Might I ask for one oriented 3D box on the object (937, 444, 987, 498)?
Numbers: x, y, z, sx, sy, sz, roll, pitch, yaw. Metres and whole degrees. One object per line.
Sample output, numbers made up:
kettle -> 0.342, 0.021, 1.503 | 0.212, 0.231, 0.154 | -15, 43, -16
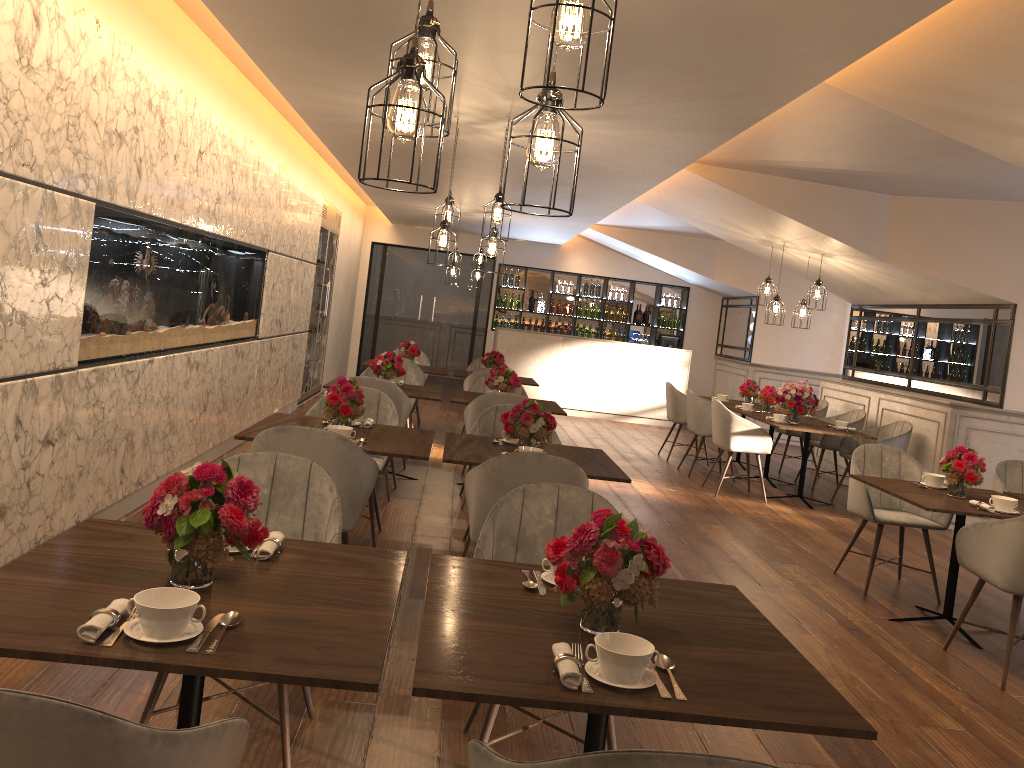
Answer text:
object -> 2.483, 0.474, 4.909 | 0.234, 0.301, 0.305 | 8, 3, 16

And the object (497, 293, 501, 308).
object -> -0.218, -1.427, 15.070 | 0.065, 0.261, 0.066 | 6, 2, -25

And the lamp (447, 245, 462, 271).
lamp -> -0.650, -2.530, 11.720 | 0.175, 2.068, 0.175 | 7, 1, -2

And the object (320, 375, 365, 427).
object -> -0.864, 0.097, 4.525 | 0.234, 0.301, 0.306 | 7, 3, -2

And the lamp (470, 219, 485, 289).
lamp -> -0.340, -2.283, 11.542 | 0.175, 2.068, 0.175 | 7, 1, -2

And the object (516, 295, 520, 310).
object -> 0.111, -1.389, 15.089 | 0.065, 0.261, 0.066 | 6, 2, -25

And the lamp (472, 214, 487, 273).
lamp -> -0.298, -2.446, 11.210 | 0.175, 2.068, 0.175 | 7, 1, -2

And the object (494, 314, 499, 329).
object -> -0.261, -1.068, 15.078 | 0.065, 0.261, 0.066 | 6, 2, -25

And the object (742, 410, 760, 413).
object -> 2.472, 0.284, 9.119 | 0.210, 0.004, 0.022 | 7, 4, -3

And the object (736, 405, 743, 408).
object -> 2.437, 0.247, 9.309 | 0.175, 0.039, 0.056 | 7, 4, -3

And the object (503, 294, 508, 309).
object -> -0.108, -1.415, 15.076 | 0.065, 0.261, 0.066 | 6, 2, -25

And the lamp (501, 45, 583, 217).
lamp -> 0.184, -1.442, 2.114 | 0.175, 2.068, 0.175 | 7, 1, -2

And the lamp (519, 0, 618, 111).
lamp -> 0.225, -1.605, 1.781 | 0.175, 2.068, 0.175 | 7, 1, -2

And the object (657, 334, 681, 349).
object -> 2.426, -0.594, 13.649 | 0.407, 0.328, 0.130 | 5, 2, -26

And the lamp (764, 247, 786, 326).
lamp -> 2.780, -1.627, 8.956 | 0.175, 2.068, 0.175 | 7, 1, -2

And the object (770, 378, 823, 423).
object -> 2.700, 0.157, 8.397 | 0.419, 0.425, 0.407 | 6, 3, -15

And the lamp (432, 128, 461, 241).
lamp -> -0.337, -2.019, 6.077 | 0.175, 2.068, 0.175 | 7, 1, -2

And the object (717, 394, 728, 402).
object -> 2.396, 0.162, 10.088 | 0.149, 0.072, 0.148 | 10, 5, 39

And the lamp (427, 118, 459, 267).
lamp -> -0.343, -1.799, 5.754 | 0.175, 2.068, 0.175 | 7, 1, -2

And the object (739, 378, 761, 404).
object -> 2.712, 0.079, 10.120 | 0.235, 0.301, 0.304 | 9, 4, 44

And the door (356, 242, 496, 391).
door -> -1.457, -1.119, 15.054 | 2.105, 2.331, 0.274 | 7, 1, -3

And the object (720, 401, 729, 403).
object -> 2.422, 0.206, 10.013 | 0.210, 0.004, 0.022 | 7, 4, -3

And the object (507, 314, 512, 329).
object -> -0.042, -0.943, 13.343 | 0.065, 0.207, 0.146 | 7, 2, -12

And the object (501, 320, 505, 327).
object -> -0.152, -1.055, 15.084 | 0.065, 0.261, 0.066 | 6, 2, -25

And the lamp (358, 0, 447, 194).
lamp -> -0.132, -1.469, 1.968 | 0.175, 2.068, 0.175 | 7, 1, -2

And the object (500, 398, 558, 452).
object -> 0.081, 0.210, 4.551 | 0.304, 0.301, 0.235 | 6, 3, -26

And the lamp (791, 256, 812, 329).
lamp -> 3.095, -1.600, 9.101 | 0.175, 2.068, 0.175 | 7, 1, -2

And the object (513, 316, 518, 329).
object -> 0.067, -1.030, 15.097 | 0.065, 0.261, 0.066 | 6, 2, -25

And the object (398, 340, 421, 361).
object -> -1.100, -0.340, 9.583 | 0.233, 0.301, 0.306 | 6, 3, -28

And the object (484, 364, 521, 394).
object -> -0.062, -0.014, 7.123 | 0.306, 0.301, 0.234 | 9, 3, 29

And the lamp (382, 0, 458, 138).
lamp -> -0.126, -1.689, 2.292 | 0.175, 2.068, 0.175 | 7, 1, -2

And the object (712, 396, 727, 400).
object -> 2.387, 0.169, 10.203 | 0.175, 0.039, 0.056 | 7, 4, -3

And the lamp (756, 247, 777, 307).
lamp -> 2.785, -1.847, 9.279 | 0.175, 2.068, 0.175 | 7, 1, -2

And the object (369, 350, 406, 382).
object -> -1.004, -0.128, 7.096 | 0.306, 0.301, 0.234 | 8, 3, 18

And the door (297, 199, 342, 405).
door -> -2.414, -1.037, 11.256 | 0.134, 2.465, 1.862 | 7, 2, -4

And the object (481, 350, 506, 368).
object -> -0.214, -0.236, 9.643 | 0.306, 0.301, 0.233 | 10, 4, 44

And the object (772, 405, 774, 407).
object -> 3.002, 0.256, 10.047 | 0.175, 0.039, 0.056 | 7, 4, -3

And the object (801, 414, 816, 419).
object -> 3.052, 0.334, 9.153 | 0.175, 0.039, 0.056 | 7, 4, -3

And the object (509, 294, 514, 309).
object -> 0.002, -1.402, 15.083 | 0.065, 0.261, 0.066 | 6, 2, -25

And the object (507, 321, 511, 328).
object -> -0.042, -1.042, 15.091 | 0.065, 0.261, 0.066 | 6, 2, -25

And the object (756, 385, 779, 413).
object -> 2.685, 0.145, 9.301 | 0.234, 0.301, 0.305 | 8, 3, 16

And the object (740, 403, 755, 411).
object -> 2.446, 0.240, 9.194 | 0.149, 0.072, 0.148 | 10, 5, 39

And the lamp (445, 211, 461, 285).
lamp -> -0.655, -2.310, 11.397 | 0.175, 2.068, 0.175 | 7, 1, -2

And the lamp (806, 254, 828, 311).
lamp -> 3.137, -1.763, 8.769 | 0.175, 2.068, 0.175 | 7, 1, -2

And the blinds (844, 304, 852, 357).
blinds -> 4.816, -0.312, 12.085 | 0.133, 2.695, 1.383 | 7, 2, -4

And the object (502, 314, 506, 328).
object -> -0.127, -0.953, 13.333 | 0.065, 0.207, 0.065 | 7, 2, -12

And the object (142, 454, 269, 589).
object -> -0.723, 0.313, 2.052 | 0.306, 0.301, 0.234 | 8, 3, 18

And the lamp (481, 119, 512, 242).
lamp -> 0.014, -1.936, 5.567 | 0.175, 2.068, 0.175 | 7, 1, -2

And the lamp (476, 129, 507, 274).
lamp -> -0.027, -1.772, 5.899 | 0.175, 2.068, 0.175 | 7, 1, -2

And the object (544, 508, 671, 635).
object -> 0.219, 0.426, 2.077 | 0.304, 0.301, 0.235 | 6, 3, -26
